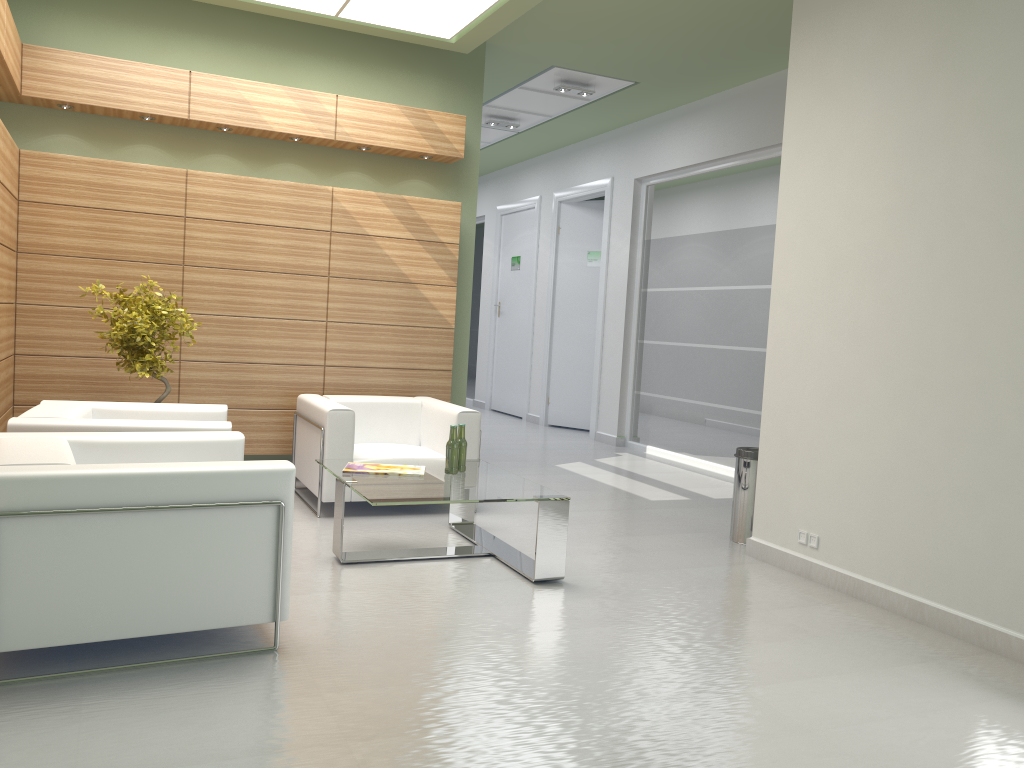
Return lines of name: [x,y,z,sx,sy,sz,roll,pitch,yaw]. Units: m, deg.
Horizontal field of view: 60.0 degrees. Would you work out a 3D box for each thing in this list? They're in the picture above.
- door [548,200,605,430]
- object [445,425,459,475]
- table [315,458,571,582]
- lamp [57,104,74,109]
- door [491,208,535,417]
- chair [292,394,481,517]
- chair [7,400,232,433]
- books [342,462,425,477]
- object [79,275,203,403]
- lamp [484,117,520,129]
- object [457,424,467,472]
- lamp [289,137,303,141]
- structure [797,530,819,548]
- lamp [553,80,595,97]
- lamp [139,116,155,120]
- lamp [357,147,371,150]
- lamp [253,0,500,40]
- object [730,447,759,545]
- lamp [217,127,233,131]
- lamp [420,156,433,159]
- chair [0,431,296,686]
door: [1.836,-1.514,19.700,2.089,5.083,0.134,6,4,36]
object: [-0.576,0.634,8.578,0.131,0.475,0.131,5,4,30]
table: [-0.768,1.246,8.404,1.783,0.742,2.197,2,4,-24]
lamp: [-5.283,-3.307,10.493,0.181,0.074,0.181,1,4,-30]
door: [-0.004,-1.791,22.375,0.250,5.083,2.089,2,4,-24]
chair: [-1.566,0.827,10.831,1.894,1.234,1.802,2,4,-24]
chair: [-3.579,0.862,8.347,1.769,1.234,1.894,2,4,-19]
books: [-1.223,0.824,8.548,0.762,0.025,0.508,3,4,-4]
object: [-4.167,0.059,9.809,1.116,2.565,1.201,6,4,34]
lamp: [-0.190,-5.242,17.741,0.657,0.159,0.286,2,4,-24]
object: [-0.507,0.628,8.741,0.131,0.475,0.131,5,4,30]
lamp: [-2.823,-3.230,11.602,0.181,0.074,0.181,1,4,-30]
structure: [2.822,1.475,8.454,0.017,0.118,0.262,2,4,-24]
lamp: [1.054,-4.995,14.966,0.657,0.159,0.286,2,4,-24]
lamp: [-4.464,-3.282,10.862,0.181,0.074,0.181,1,4,-30]
lamp: [-2.000,-3.205,11.973,0.181,0.074,0.181,5,4,26]
lamp: [-1.860,-4.570,8.475,4.571,0.325,5.060,2,4,-24]
object: [2.679,1.237,9.836,0.482,1.027,0.483,6,4,37]
lamp: [-3.635,-3.256,11.236,0.181,0.074,0.181,5,4,26]
lamp: [-1.194,-3.179,12.337,0.181,0.074,0.181,1,4,-30]
chair: [-2.647,1.050,6.226,1.802,1.234,1.894,1,4,-29]
